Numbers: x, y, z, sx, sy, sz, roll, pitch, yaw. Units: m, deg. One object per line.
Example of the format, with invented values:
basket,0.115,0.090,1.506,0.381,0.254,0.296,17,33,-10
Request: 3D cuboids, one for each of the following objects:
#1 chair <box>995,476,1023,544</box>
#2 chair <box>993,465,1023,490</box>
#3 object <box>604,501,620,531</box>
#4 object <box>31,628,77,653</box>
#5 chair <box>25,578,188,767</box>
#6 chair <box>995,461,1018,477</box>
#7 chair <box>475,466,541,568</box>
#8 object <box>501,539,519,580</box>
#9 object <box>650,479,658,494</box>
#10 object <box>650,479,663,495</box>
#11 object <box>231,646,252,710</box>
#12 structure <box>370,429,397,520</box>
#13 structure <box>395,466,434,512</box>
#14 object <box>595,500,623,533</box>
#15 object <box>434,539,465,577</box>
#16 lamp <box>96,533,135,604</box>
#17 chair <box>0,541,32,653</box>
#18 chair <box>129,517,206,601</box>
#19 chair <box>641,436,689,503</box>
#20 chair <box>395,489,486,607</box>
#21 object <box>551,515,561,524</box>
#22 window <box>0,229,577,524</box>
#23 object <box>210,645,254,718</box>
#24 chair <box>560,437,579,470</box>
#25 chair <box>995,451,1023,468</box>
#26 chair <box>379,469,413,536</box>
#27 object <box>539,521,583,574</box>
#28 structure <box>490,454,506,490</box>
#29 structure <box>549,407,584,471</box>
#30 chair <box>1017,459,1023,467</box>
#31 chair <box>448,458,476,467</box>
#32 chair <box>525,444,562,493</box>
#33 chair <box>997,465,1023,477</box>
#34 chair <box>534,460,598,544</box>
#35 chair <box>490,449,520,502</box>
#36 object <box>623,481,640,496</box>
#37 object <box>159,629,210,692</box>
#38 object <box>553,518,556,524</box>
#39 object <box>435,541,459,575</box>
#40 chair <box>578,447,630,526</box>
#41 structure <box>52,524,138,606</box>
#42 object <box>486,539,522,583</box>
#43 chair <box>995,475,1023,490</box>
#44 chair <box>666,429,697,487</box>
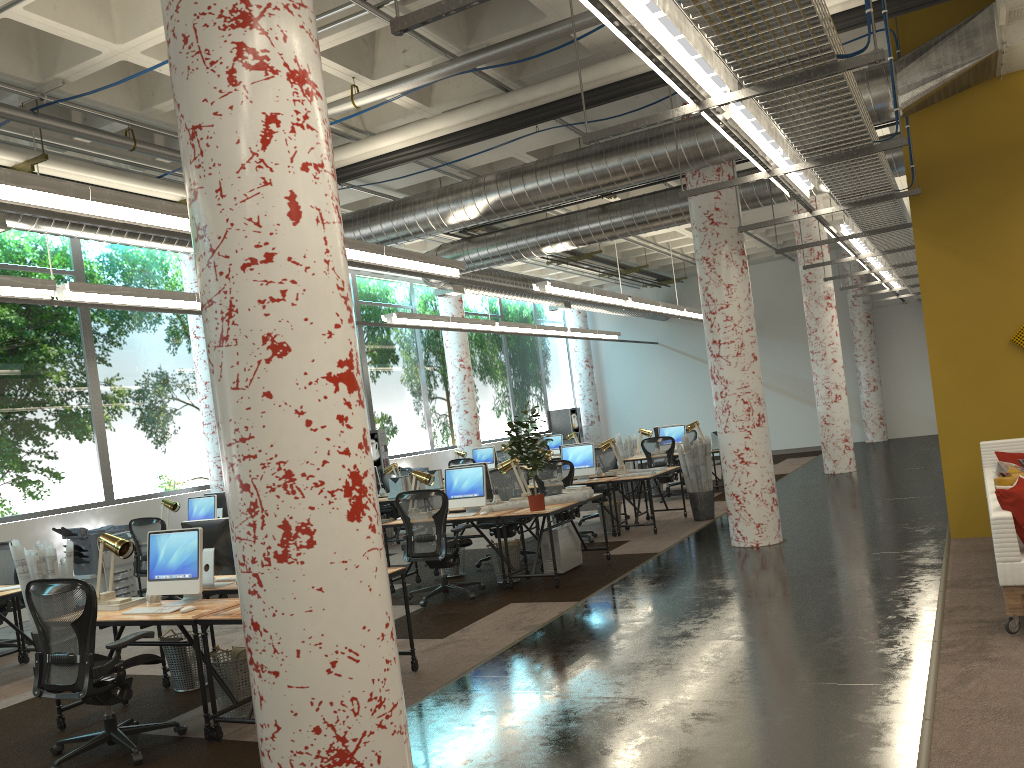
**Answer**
chair,3.161,0.807,5.373,0.302,0.444,0.532,-8,-1,44
chair,3.555,0.792,6.103,0.317,0.438,0.545,-8,-1,40
object,1.353,1.773,11.907,0.236,0.403,0.119,-7,0,28
object,-3.853,2.265,7.501,0.352,0.398,0.354,-7,-1,-18
chair,-2.444,1.628,5.212,0.771,1.086,0.791,-7,-1,11
chair,3.937,0.779,6.865,0.335,0.438,0.544,-8,-1,32
chair,-0.074,1.524,10.284,0.771,1.086,0.791,-7,-1,11
object,-0.022,1.804,9.096,0.236,0.403,0.119,-7,0,28
object,2.573,1.798,16.077,0.236,0.403,0.119,-7,0,28
object,2.612,1.783,16.144,0.359,0.435,0.352,-8,-1,24
object,-1.726,1.897,5.721,0.236,0.403,0.119,-7,0,28
structure,-2.674,1.779,16.337,0.640,1.811,0.748,-7,0,27
structure,-1.923,2.122,17.710,0.504,1.058,1.055,-7,-1,27
object,1.311,1.762,11.839,0.359,0.435,0.352,-8,-1,24
object,-0.667,1.907,9.849,0.359,0.435,0.352,-8,-1,24
lamp,-2.713,1.308,5.985,0.218,0.611,0.529,-8,0,-43
chair,-5.120,2.123,8.669,0.771,1.086,0.791,-7,-1,11
chair,-4.058,2.060,10.330,0.771,1.086,0.791,-7,-1,11
chair,2.540,1.411,14.883,0.771,1.086,0.791,-7,-1,11
chair,-0.740,1.535,8.588,0.771,1.086,0.791,-7,-1,11
object,0.708,1.875,12.659,0.359,0.435,0.352,-8,-1,24
window,-4.254,-0.291,14.531,0.050,3.762,26.142,-7,-2,27
object,-1.768,1.886,5.653,0.359,0.435,0.352,-8,-1,24
chair,1.340,1.843,21.215,0.771,1.086,0.791,-7,-1,11
chair,4.290,0.737,7.246,0.534,0.437,0.287,-7,0,0
chair,-1.965,1.986,14.798,0.771,1.086,0.791,-7,-1,11
object,0.524,1.726,9.377,0.221,0.455,0.540,-7,-1,27
structure,-0.439,2.058,20.592,0.504,1.058,1.055,-7,-1,27
structure,1.589,1.594,24.617,0.640,1.811,0.748,-7,0,27
chair,4.327,0.758,6.952,0.516,0.392,0.358,-7,-1,-4
chair,-0.810,1.919,16.638,0.771,1.086,0.791,-7,-1,11
chair,0.674,1.854,19.519,0.771,1.086,0.791,-7,-1,11
chair,3.813,0.808,6.467,0.342,0.408,0.521,-8,-1,43
chair,0.635,1.503,11.398,0.771,1.086,0.791,-7,-1,11
chair,-0.144,1.907,18.333,0.771,1.086,0.791,-7,-1,11
object,2.239,1.879,16.573,0.352,0.398,0.354,-7,-1,-18
object,-2.371,2.000,6.473,0.359,0.435,0.352,-8,-1,24
object,0.669,1.891,12.592,0.236,0.403,0.119,-7,0,28
object,-0.706,1.922,9.781,0.236,0.403,0.119,-7,0,28
chair,1.301,1.492,13.094,0.771,1.086,0.791,-7,-1,11
structure,-5.221,2.265,11.300,0.504,1.058,1.055,-7,-1,27
object,-0.064,1.793,9.029,0.359,0.435,0.352,-8,-1,24
chair,3.409,0.813,5.752,0.523,0.401,0.333,-6,-1,-44
chair,3.206,1.400,16.579,0.771,1.086,0.791,-7,-1,11
